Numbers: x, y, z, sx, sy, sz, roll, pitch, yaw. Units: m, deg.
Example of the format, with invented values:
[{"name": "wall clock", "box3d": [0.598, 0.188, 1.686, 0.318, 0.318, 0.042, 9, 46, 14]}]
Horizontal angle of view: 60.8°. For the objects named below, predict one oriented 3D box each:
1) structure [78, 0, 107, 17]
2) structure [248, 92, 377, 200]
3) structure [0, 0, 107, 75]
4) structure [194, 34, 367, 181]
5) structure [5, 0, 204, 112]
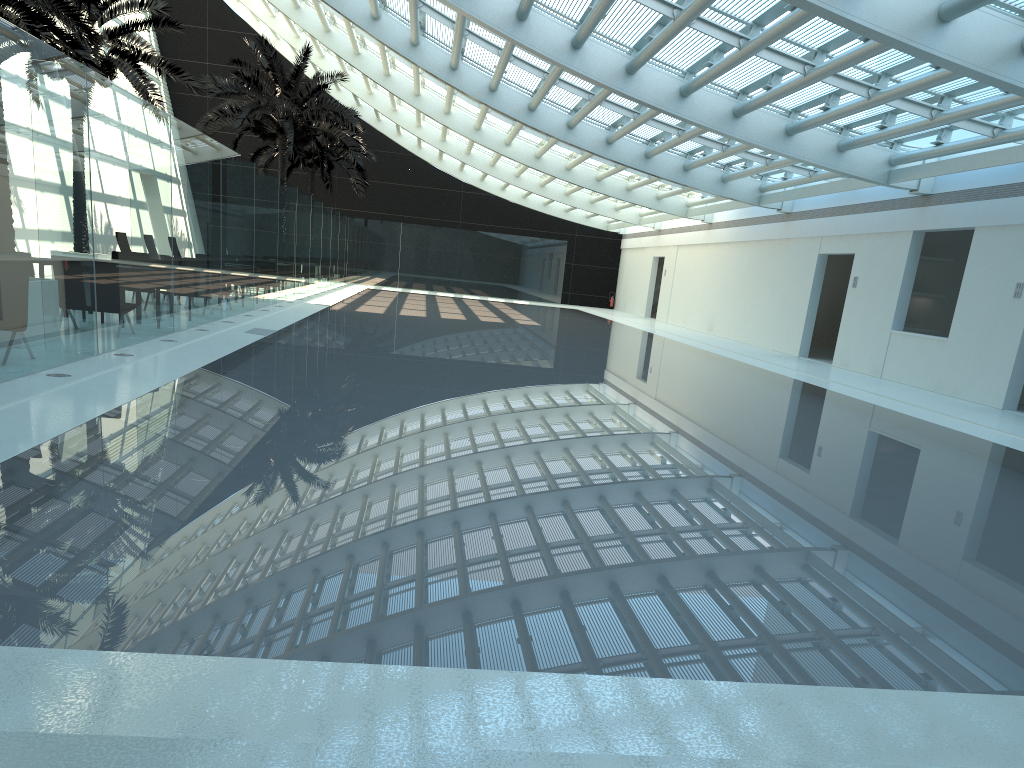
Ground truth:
[{"name": "structure", "box3d": [-5.118, -3.948, 8.127, 4.797, 7.305, 4.281, 9, 15, 11]}, {"name": "structure", "box3d": [-7.696, -7.626, 34.139, 4.447, 7.304, 4.620, -2, 16, -27]}, {"name": "structure", "box3d": [-8.801, -4.905, 13.224, 4.632, 7.111, 4.110, -2, 16, -27]}, {"name": "structure", "box3d": [-6.946, -6.530, 26.373, 4.831, 7.305, 4.250, 3, 15, -13]}, {"name": "structure", "box3d": [-9.573, -5.762, 18.910, 4.222, 7.173, 4.511, 13, 16, 26]}]
